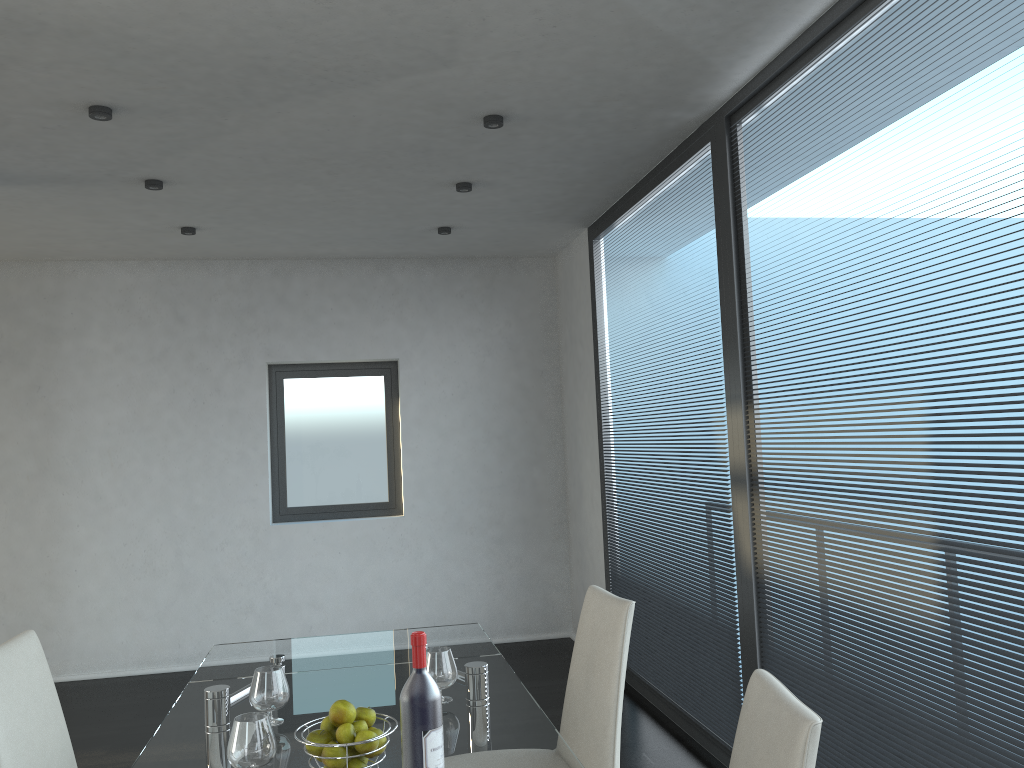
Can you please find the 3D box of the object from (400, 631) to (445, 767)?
[{"bbox_3d":[-0.165,0.620,1.623,0.082,0.326,0.082,-3,-4,10],"label":"object"}]

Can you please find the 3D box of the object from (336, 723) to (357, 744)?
[{"bbox_3d":[-0.328,0.693,1.751,0.040,0.043,0.044,-3,-3,4],"label":"object"}]

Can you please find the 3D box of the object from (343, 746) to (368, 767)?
[{"bbox_3d":[-0.323,0.762,1.809,0.061,0.056,0.059,-5,-4,34],"label":"object"}]

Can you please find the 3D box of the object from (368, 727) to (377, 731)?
[{"bbox_3d":[-0.289,0.727,1.824,0.040,0.040,0.039,-1,-4,-19],"label":"object"}]

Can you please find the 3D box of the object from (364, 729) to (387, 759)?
[{"bbox_3d":[-0.281,0.722,1.783,0.058,0.058,0.058,1,-5,-44],"label":"object"}]

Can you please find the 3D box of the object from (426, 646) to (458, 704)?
[{"bbox_3d":[-0.191,0.762,2.323,0.098,0.132,0.098,-3,-4,9],"label":"object"}]

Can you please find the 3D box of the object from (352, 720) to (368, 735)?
[{"bbox_3d":[-0.313,0.701,1.800,0.040,0.038,0.040,0,-5,-39],"label":"object"}]

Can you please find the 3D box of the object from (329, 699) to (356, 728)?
[{"bbox_3d":[-0.342,0.666,1.791,0.055,0.056,0.055,-2,-4,-11],"label":"object"}]

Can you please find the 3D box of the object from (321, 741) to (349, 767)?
[{"bbox_3d":[-0.346,0.727,1.733,0.054,0.055,0.053,-6,-5,44],"label":"object"}]

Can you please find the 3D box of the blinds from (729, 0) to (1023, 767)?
[{"bbox_3d":[1.081,0.193,2.486,0.018,2.537,1.874,-2,-4,-11],"label":"blinds"}]

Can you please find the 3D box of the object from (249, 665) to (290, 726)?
[{"bbox_3d":[-0.601,0.772,2.199,0.098,0.132,0.098,-3,-4,9],"label":"object"}]

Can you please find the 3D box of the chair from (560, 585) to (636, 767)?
[{"bbox_3d":[0.032,1.078,2.410,0.612,0.959,0.471,-2,-4,-16],"label":"chair"}]

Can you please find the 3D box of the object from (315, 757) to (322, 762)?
[{"bbox_3d":[-0.380,0.746,1.803,0.045,0.042,0.045,-2,-4,-16],"label":"object"}]

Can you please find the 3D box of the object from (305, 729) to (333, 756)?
[{"bbox_3d":[-0.383,0.715,1.763,0.055,0.048,0.054,-1,-4,-17],"label":"object"}]

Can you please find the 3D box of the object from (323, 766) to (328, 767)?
[{"bbox_3d":[-0.358,0.773,1.772,0.038,0.038,0.038,-2,-4,-7],"label":"object"}]

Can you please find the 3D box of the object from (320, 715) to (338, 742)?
[{"bbox_3d":[-0.366,0.704,1.816,0.055,0.054,0.050,0,-5,-41],"label":"object"}]

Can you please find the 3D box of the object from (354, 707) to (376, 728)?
[{"bbox_3d":[-0.306,0.691,1.840,0.047,0.045,0.047,-2,-4,-10],"label":"object"}]

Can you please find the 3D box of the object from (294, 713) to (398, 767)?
[{"bbox_3d":[-0.331,0.744,1.782,0.206,0.105,0.206,-5,-4,34],"label":"object"}]

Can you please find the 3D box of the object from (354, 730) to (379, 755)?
[{"bbox_3d":[-0.285,0.703,1.741,0.047,0.048,0.047,-6,-5,42],"label":"object"}]

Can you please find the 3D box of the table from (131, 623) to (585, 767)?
[{"bbox_3d":[-0.323,1.171,1.841,0.940,0.731,2.720,-2,-4,-11],"label":"table"}]

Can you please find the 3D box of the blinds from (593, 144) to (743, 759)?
[{"bbox_3d":[0.714,0.331,4.475,0.018,2.537,1.787,-2,-4,-11],"label":"blinds"}]

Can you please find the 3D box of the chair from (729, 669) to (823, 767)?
[{"bbox_3d":[0.203,1.013,1.471,0.612,0.959,0.471,-3,-3,-1],"label":"chair"}]

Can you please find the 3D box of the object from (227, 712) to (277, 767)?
[{"bbox_3d":[-0.530,0.745,1.808,0.098,0.132,0.098,-3,-4,9],"label":"object"}]

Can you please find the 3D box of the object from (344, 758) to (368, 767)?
[{"bbox_3d":[-0.308,0.764,1.755,0.048,0.048,0.048,-3,-3,1],"label":"object"}]

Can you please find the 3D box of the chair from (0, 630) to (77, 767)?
[{"bbox_3d":[-0.964,1.109,2.203,0.612,0.959,0.471,-2,-3,-6],"label":"chair"}]

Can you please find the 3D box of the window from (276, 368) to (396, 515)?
[{"bbox_3d":[-1.243,0.400,6.275,0.800,1.000,0.050,-2,-4,-11],"label":"window"}]
